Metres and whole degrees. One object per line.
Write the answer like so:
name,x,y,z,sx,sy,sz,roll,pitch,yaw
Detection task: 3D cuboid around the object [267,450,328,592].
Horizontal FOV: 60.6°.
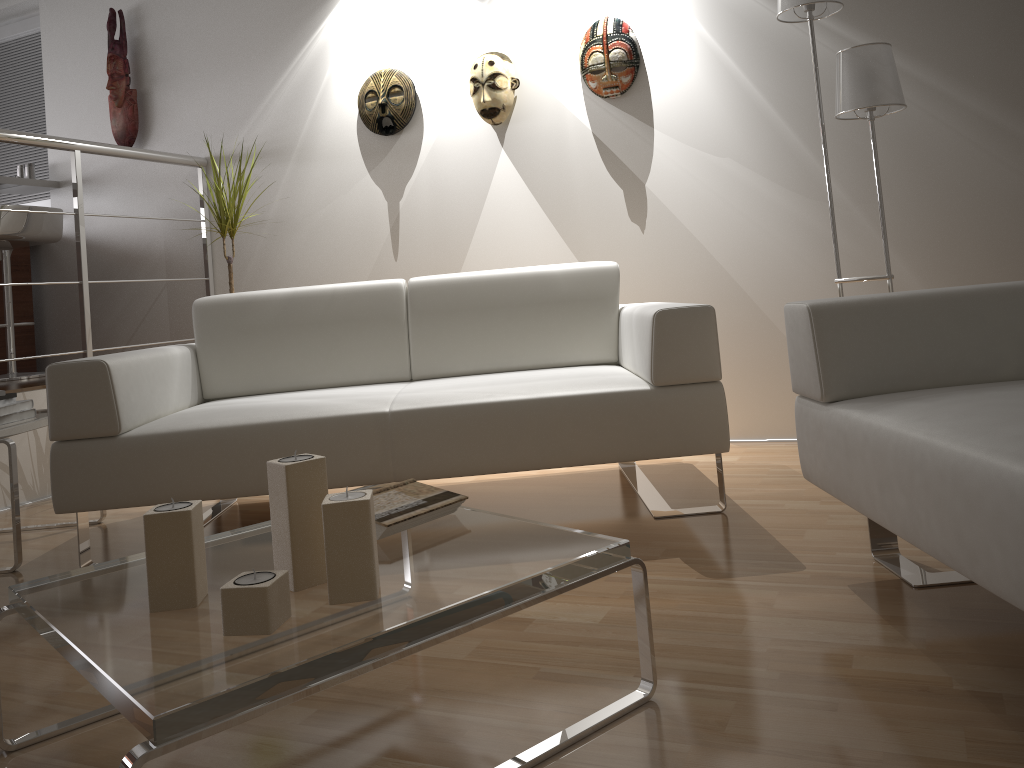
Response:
object,-0.317,0.197,1.310,0.067,0.198,0.066,-3,-3,-40

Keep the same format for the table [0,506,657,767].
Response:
table,-0.306,0.412,1.392,0.801,0.250,0.696,-9,6,-40

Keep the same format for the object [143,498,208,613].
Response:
object,-0.485,0.240,1.264,0.067,0.151,0.067,-5,-2,-5

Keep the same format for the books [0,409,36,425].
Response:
books,-1.645,0.113,2.649,0.287,0.027,0.228,-5,6,4

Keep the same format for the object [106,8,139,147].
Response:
object,-2.114,-1.640,4.740,0.152,0.794,0.149,-4,-3,-21

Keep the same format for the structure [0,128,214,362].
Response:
structure,-2.041,-0.501,3.469,0.057,1.052,2.340,-7,3,25

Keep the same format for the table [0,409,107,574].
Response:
table,-1.631,0.318,2.730,0.464,0.402,0.551,-5,3,0

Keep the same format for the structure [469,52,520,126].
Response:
structure,-0.100,-1.291,3.802,0.241,0.331,0.130,-5,-2,25

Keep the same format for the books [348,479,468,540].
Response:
books,-0.257,0.228,1.640,0.290,0.056,0.205,-1,7,39

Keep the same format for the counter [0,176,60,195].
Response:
counter,-3.315,-0.864,4.349,0.834,0.319,2.118,-3,6,25

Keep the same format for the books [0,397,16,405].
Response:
books,-1.650,0.065,2.651,0.217,0.014,0.152,-6,6,-6

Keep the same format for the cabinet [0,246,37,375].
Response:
cabinet,-3.379,-0.310,4.246,0.630,0.751,1.861,-5,4,25

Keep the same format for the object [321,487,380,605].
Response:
object,-0.226,0.220,1.230,0.067,0.152,0.067,-5,-2,-5

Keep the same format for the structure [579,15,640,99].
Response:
structure,0.390,-1.357,3.616,0.263,0.356,0.075,-5,-3,24

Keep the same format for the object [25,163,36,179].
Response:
object,-2.739,-1.197,4.980,0.052,0.112,0.052,-5,-2,8

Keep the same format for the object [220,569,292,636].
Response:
object,-0.333,0.277,1.139,0.067,0.074,0.067,-5,1,10

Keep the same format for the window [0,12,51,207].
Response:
window,-3.015,-1.622,5.372,0.838,1.275,0.142,-5,-3,24

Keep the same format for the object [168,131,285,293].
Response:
object,-1.203,-0.363,3.767,0.436,1.482,0.503,-7,-3,37

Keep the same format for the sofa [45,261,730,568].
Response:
sofa,-0.329,0.031,2.728,1.781,0.743,0.907,-5,2,-1

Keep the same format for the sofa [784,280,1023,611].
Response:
sofa,1.074,0.074,1.072,0.906,0.740,1.786,-5,4,0

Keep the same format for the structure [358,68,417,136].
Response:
structure,-0.595,-1.309,4.054,0.315,0.318,0.069,-5,-2,24

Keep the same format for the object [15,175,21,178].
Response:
object,-2.776,-1.156,4.935,0.051,0.045,0.050,-6,2,-18

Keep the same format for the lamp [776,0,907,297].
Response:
lamp,1.073,-0.560,2.736,0.361,1.680,0.209,-8,-4,44

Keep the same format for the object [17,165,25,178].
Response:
object,-2.795,-1.192,4.998,0.052,0.110,0.052,-5,-2,8

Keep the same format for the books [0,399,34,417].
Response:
books,-1.648,0.086,2.650,0.288,0.027,0.227,-6,6,-6

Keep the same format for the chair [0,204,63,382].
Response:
chair,-2.520,-0.450,4.395,0.423,0.853,0.387,-6,-2,20
